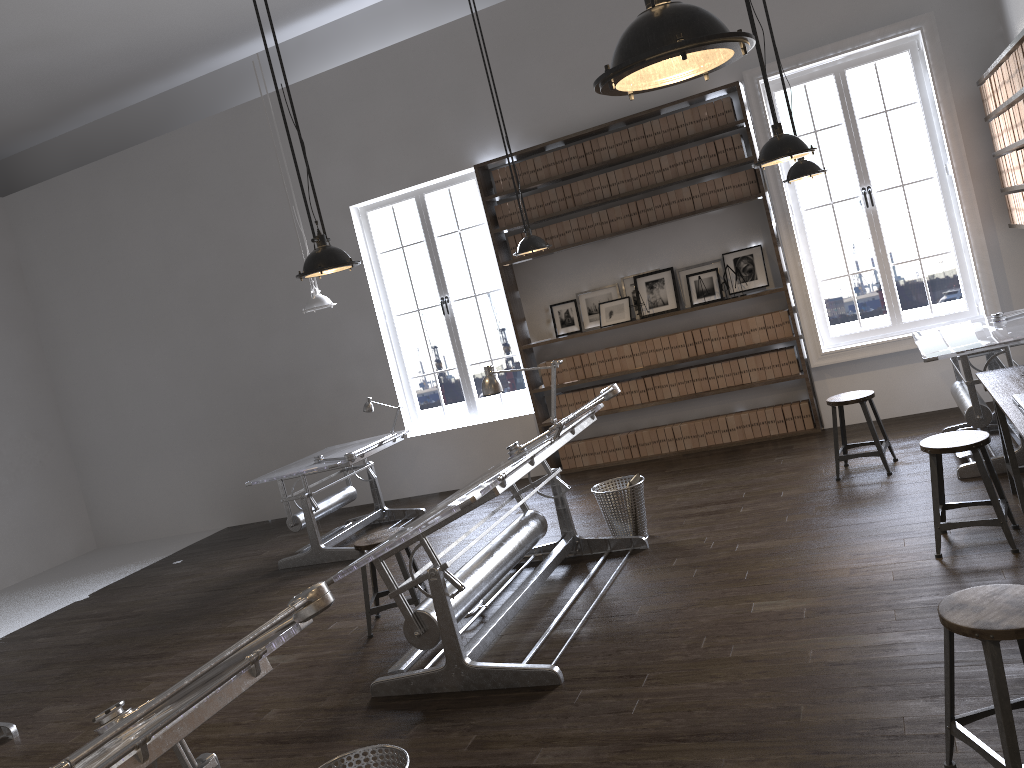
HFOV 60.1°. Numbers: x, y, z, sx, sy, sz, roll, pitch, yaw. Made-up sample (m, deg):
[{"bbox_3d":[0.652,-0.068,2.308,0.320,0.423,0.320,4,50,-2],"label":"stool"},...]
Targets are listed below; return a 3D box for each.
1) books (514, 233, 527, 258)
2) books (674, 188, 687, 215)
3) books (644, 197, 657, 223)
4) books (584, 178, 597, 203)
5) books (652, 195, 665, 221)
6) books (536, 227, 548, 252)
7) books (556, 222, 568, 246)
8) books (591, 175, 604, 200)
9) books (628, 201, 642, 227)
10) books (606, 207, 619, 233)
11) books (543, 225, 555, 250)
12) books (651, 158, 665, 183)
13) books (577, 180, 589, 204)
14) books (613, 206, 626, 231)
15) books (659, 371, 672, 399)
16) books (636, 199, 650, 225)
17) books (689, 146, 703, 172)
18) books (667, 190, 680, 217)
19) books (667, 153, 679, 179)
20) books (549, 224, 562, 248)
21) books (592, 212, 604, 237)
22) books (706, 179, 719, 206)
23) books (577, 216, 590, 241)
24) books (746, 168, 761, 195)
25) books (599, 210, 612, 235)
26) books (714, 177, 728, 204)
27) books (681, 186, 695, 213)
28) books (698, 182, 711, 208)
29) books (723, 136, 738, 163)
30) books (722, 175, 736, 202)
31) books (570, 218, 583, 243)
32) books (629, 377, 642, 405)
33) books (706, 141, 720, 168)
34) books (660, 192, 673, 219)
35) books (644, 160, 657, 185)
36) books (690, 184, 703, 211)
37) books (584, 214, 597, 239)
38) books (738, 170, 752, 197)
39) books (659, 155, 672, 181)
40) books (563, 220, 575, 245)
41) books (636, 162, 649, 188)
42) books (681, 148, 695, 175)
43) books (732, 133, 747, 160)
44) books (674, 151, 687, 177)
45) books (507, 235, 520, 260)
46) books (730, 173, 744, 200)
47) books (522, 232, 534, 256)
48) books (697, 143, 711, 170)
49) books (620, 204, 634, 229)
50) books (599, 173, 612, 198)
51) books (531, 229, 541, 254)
[{"bbox_3d":[0.108,-1.302,8.328,0.066,0.225,0.176,-13,3,23],"label":"books"},{"bbox_3d":[1.495,-1.593,7.749,0.066,0.225,0.176,-13,3,23],"label":"books"},{"bbox_3d":[1.245,-1.540,7.851,0.066,0.225,0.175,-13,3,23],"label":"books"},{"bbox_3d":[0.728,-1.749,8.023,0.066,0.225,0.176,-13,3,23],"label":"books"},{"bbox_3d":[1.311,-1.554,7.828,0.066,0.225,0.175,-13,3,23],"label":"books"},{"bbox_3d":[0.306,-1.343,8.251,0.066,0.225,0.175,-13,3,23],"label":"books"},{"bbox_3d":[0.490,-1.382,8.172,0.066,0.225,0.176,-13,3,23],"label":"books"},{"bbox_3d":[0.794,-1.763,7.996,0.066,0.225,0.176,-13,3,23],"label":"books"},{"bbox_3d":[1.113,-1.512,7.906,0.066,0.225,0.176,-13,3,23],"label":"books"},{"bbox_3d":[0.930,-1.474,7.981,0.066,0.225,0.176,-13,3,23],"label":"books"},{"bbox_3d":[0.369,-1.357,8.224,0.066,0.225,0.176,-13,3,23],"label":"books"},{"bbox_3d":[1.298,-1.869,7.785,0.066,0.225,0.176,-13,3,23],"label":"books"},{"bbox_3d":[0.673,-1.738,8.051,0.066,0.225,0.176,-13,3,23],"label":"books"},{"bbox_3d":[0.988,-1.487,7.961,0.066,0.225,0.176,-13,3,23],"label":"books"},{"bbox_3d":[1.401,0.006,7.997,0.066,0.225,0.176,-13,3,23],"label":"books"},{"bbox_3d":[1.183,-1.528,7.882,0.066,0.225,0.176,-13,3,23],"label":"books"},{"bbox_3d":[1.607,-1.934,7.660,0.066,0.225,0.175,-13,3,23],"label":"books"},{"bbox_3d":[1.433,-1.579,7.770,0.066,0.225,0.176,-13,3,23],"label":"books"},{"bbox_3d":[1.421,-1.895,7.737,0.066,0.225,0.176,-13,3,23],"label":"books"},{"bbox_3d":[0.428,-1.369,8.193,0.066,0.225,0.176,-13,3,23],"label":"books"},{"bbox_3d":[0.801,-1.447,8.039,0.066,0.225,0.175,-13,3,23],"label":"books"},{"bbox_3d":[1.744,-1.645,7.647,0.066,0.225,0.175,-13,3,23],"label":"books"},{"bbox_3d":[0.676,-1.421,8.094,0.066,0.225,0.176,-13,3,23],"label":"books"},{"bbox_3d":[2.052,-1.710,7.515,0.066,0.225,0.176,-13,3,23],"label":"books"},{"bbox_3d":[0.865,-1.460,8.009,0.066,0.225,0.176,-13,3,23],"label":"books"},{"bbox_3d":[1.806,-1.658,7.617,0.066,0.225,0.175,-13,3,23],"label":"books"},{"bbox_3d":[1.551,-1.604,7.724,0.066,0.225,0.176,-13,3,23],"label":"books"},{"bbox_3d":[1.680,-1.632,7.671,0.066,0.225,0.176,-13,3,23],"label":"books"},{"bbox_3d":[1.869,-1.989,7.551,0.066,0.225,0.176,-13,3,23],"label":"books"},{"bbox_3d":[1.870,-1.671,7.586,0.066,0.225,0.176,-13,3,23],"label":"books"},{"bbox_3d":[0.611,-1.407,8.117,0.066,0.225,0.176,-13,3,23],"label":"books"},{"bbox_3d":[1.144,0.060,8.107,0.066,0.225,0.175,-13,3,23],"label":"books"},{"bbox_3d":[1.735,-1.961,7.607,0.066,0.225,0.176,-13,3,23],"label":"books"},{"bbox_3d":[1.374,-1.568,7.801,0.066,0.225,0.176,-13,3,23],"label":"books"},{"bbox_3d":[1.236,-1.856,7.815,0.066,0.225,0.176,-13,3,23],"label":"books"},{"bbox_3d":[1.616,-1.618,7.694,0.066,0.225,0.176,-13,3,23],"label":"books"},{"bbox_3d":[0.739,-1.434,8.069,0.066,0.225,0.175,-13,3,23],"label":"books"},{"bbox_3d":[1.988,-1.696,7.541,0.066,0.225,0.176,-13,3,23],"label":"books"},{"bbox_3d":[1.364,-1.883,7.759,0.066,0.225,0.176,-13,3,23],"label":"books"},{"bbox_3d":[0.546,-1.394,8.146,0.066,0.225,0.176,-13,3,23],"label":"books"},{"bbox_3d":[1.174,-1.843,7.844,0.066,0.225,0.175,-13,3,23],"label":"books"},{"bbox_3d":[1.543,-1.921,7.687,0.066,0.225,0.176,-13,3,23],"label":"books"},{"bbox_3d":[1.937,-2.003,7.520,0.066,0.225,0.176,-13,3,23],"label":"books"},{"bbox_3d":[1.480,-1.907,7.707,0.066,0.225,0.176,-13,3,23],"label":"books"},{"bbox_3d":[0.043,-1.288,8.362,0.066,0.225,0.176,-13,3,23],"label":"books"},{"bbox_3d":[1.929,-1.684,7.561,0.066,0.225,0.176,-13,3,23],"label":"books"},{"bbox_3d":[0.178,-1.317,8.305,0.066,0.225,0.176,-13,3,23],"label":"books"},{"bbox_3d":[1.669,-1.947,7.630,0.066,0.225,0.175,-13,3,23],"label":"books"},{"bbox_3d":[1.048,-1.499,7.939,0.066,0.225,0.176,-13,3,23],"label":"books"},{"bbox_3d":[0.860,-1.777,7.971,0.066,0.225,0.175,-13,3,23],"label":"books"},{"bbox_3d":[0.240,-1.329,8.274,0.066,0.225,0.175,-13,3,23],"label":"books"}]
